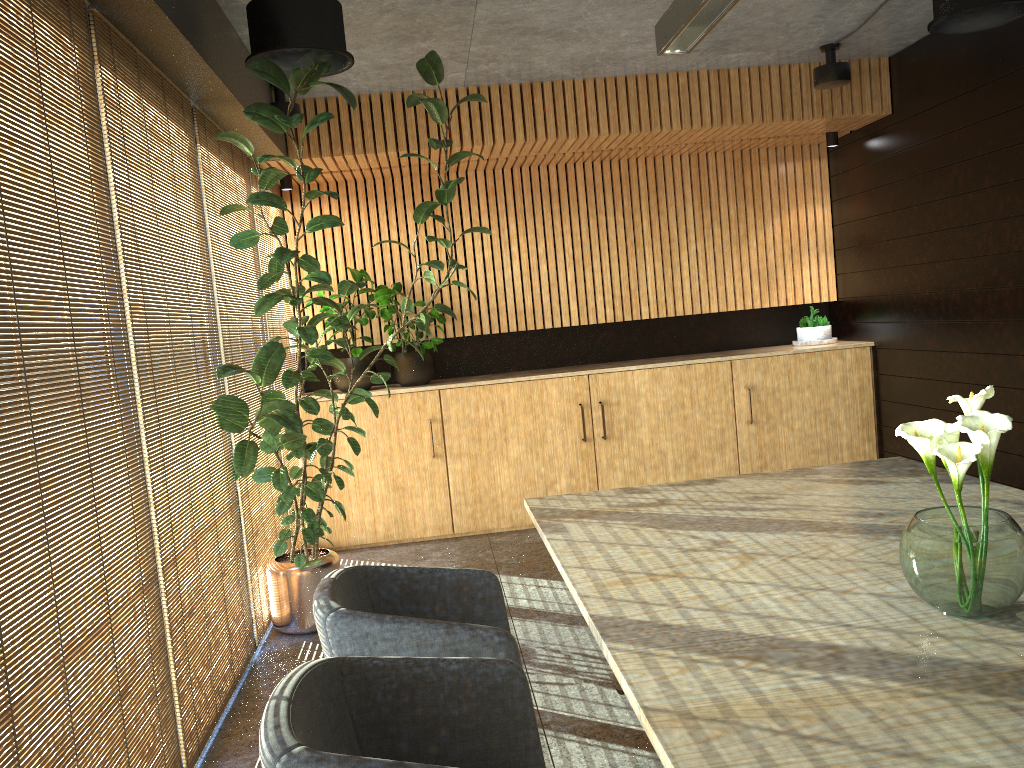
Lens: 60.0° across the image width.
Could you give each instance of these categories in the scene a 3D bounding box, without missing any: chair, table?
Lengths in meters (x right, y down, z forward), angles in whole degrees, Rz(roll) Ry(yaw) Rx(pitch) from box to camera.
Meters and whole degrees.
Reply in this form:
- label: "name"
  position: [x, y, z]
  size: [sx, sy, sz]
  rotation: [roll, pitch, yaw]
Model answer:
- label: "chair"
  position: [-0.249, 1.093, 3.008]
  size: [0.761, 0.944, 0.706]
  rotation: [-6, 4, -5]
- label: "chair"
  position: [-0.164, 1.151, 2.115]
  size: [0.761, 0.944, 0.706]
  rotation: [-6, 4, -5]
- label: "table"
  position: [1.182, 1.023, 2.234]
  size: [1.816, 0.927, 3.932]
  rotation: [-6, 4, -5]

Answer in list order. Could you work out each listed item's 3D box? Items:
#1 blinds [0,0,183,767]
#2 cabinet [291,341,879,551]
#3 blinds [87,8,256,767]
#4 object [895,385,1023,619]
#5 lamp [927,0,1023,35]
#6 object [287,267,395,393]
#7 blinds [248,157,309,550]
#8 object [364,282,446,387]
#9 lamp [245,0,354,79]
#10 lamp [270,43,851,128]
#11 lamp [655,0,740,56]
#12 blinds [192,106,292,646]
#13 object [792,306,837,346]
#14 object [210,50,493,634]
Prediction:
- label: "blinds"
  position: [-1.382, 0.131, 2.706]
  size: [0.039, 3.038, 1.422]
  rotation: [-6, 4, -5]
- label: "cabinet"
  position: [0.643, 0.494, 7.782]
  size: [4.954, 1.272, 1.006]
  rotation: [-6, 4, -5]
- label: "blinds"
  position: [-1.520, 0.036, 4.165]
  size: [0.039, 3.038, 1.422]
  rotation: [-6, 4, -5]
- label: "object"
  position: [1.108, 0.291, 2.201]
  size: [0.295, 0.546, 0.322]
  rotation: [-5, 4, 5]
- label: "lamp"
  position: [2.408, -2.098, 4.564]
  size: [0.513, 0.497, 0.513]
  rotation: [-3, 5, 24]
- label: "object"
  position: [-1.415, -0.457, 7.438]
  size: [0.666, 1.054, 0.640]
  rotation: [-2, 5, 36]
- label: "blinds"
  position: [-1.799, -0.154, 7.107]
  size: [0.039, 3.038, 1.422]
  rotation: [-6, 4, -5]
- label: "object"
  position: [-0.896, -0.421, 7.474]
  size: [0.679, 0.880, 0.512]
  rotation: [-5, 4, -2]
- label: "lamp"
  position: [-1.039, -1.751, 4.260]
  size: [0.513, 0.497, 0.513]
  rotation: [-8, 5, -34]
- label: "lamp"
  position: [0.362, -2.116, 6.237]
  size: [4.179, 0.294, 0.257]
  rotation: [-6, 4, -5]
- label: "lamp"
  position: [0.897, -1.683, 2.045]
  size: [0.151, 0.618, 4.009]
  rotation: [-6, 4, -5]
- label: "blinds"
  position: [-1.661, -0.060, 5.649]
  size: [0.039, 3.038, 1.422]
  rotation: [-6, 4, -5]
- label: "object"
  position: [2.716, -0.530, 7.984]
  size: [0.384, 0.347, 0.384]
  rotation: [-4, 4, 17]
- label: "object"
  position: [-1.178, -0.147, 5.149]
  size: [1.958, 3.266, 1.875]
  rotation: [-3, 5, 33]
